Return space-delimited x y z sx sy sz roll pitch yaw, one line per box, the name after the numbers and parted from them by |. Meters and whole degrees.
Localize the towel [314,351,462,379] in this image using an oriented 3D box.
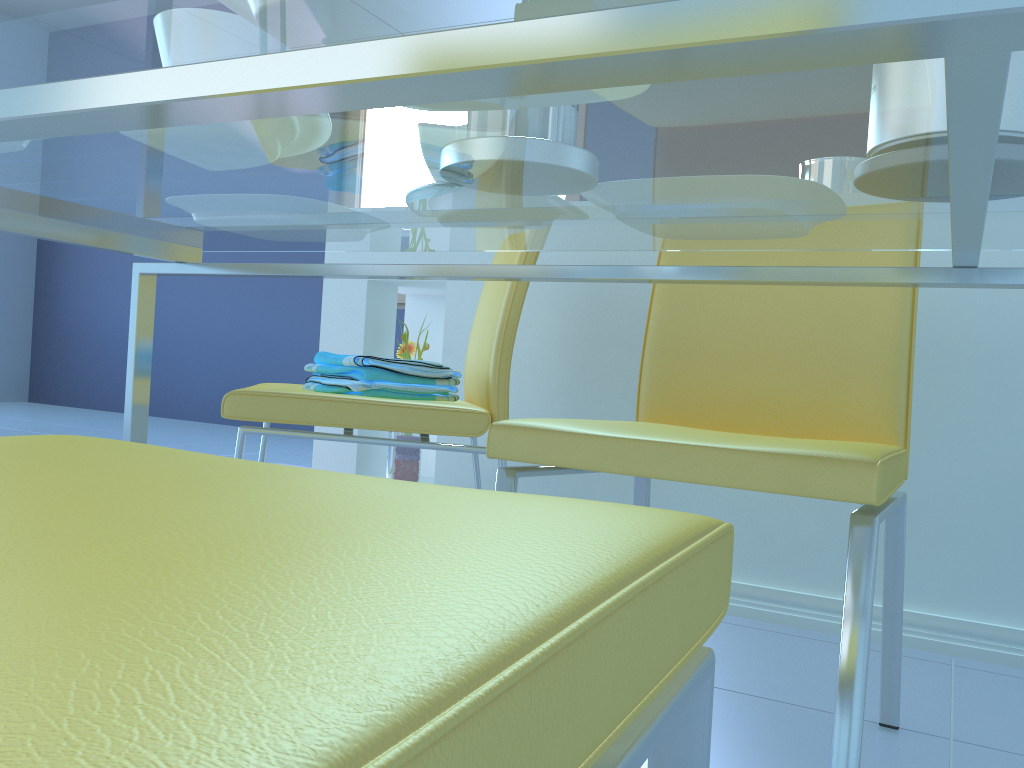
-0.211 -0.031 1.466 0.195 0.033 0.190 3 1 -37 | towel

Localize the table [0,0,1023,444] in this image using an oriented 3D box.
-0.178 0.116 0.759 1.173 0.590 0.730 4 1 27 | table

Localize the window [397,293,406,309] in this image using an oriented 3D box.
-0.290 -1.006 4.588 1.475 1.263 0.142 4 1 27 | window

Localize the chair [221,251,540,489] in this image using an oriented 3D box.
-0.204 0.044 1.478 0.484 0.695 0.387 4 1 -10 | chair

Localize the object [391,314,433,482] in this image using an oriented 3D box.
-0.239 0.044 2.066 0.067 0.423 0.229 3 1 -32 | object

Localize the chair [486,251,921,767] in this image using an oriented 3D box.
0.257 0.082 1.049 0.387 0.695 0.484 4 1 29 | chair

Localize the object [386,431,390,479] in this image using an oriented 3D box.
-0.347 0.032 2.290 0.090 0.427 0.054 3 1 -31 | object

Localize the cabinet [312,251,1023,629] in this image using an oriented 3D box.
0.831 0.045 2.707 2.139 0.800 2.200 4 1 27 | cabinet

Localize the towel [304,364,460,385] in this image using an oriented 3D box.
-0.215 -0.015 1.468 0.195 0.027 0.192 3 1 -42 | towel

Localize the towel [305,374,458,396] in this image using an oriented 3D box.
-0.218 0.000 1.465 0.195 0.024 0.201 3 1 -38 | towel

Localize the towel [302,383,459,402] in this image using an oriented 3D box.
-0.218 0.014 1.471 0.195 0.024 0.201 3 1 -44 | towel

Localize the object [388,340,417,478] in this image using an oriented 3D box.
-0.295 0.065 2.366 0.050 0.365 0.085 4 1 25 | object

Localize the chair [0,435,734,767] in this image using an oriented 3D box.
-0.180 0.066 0.236 0.387 0.695 0.484 4 1 24 | chair
